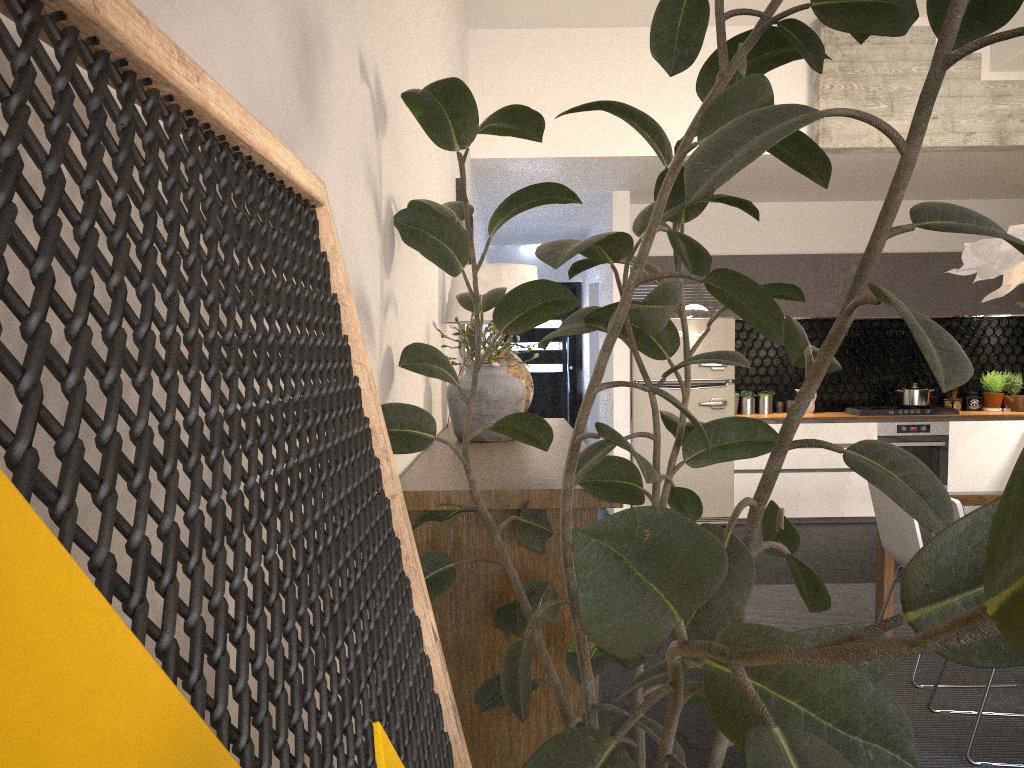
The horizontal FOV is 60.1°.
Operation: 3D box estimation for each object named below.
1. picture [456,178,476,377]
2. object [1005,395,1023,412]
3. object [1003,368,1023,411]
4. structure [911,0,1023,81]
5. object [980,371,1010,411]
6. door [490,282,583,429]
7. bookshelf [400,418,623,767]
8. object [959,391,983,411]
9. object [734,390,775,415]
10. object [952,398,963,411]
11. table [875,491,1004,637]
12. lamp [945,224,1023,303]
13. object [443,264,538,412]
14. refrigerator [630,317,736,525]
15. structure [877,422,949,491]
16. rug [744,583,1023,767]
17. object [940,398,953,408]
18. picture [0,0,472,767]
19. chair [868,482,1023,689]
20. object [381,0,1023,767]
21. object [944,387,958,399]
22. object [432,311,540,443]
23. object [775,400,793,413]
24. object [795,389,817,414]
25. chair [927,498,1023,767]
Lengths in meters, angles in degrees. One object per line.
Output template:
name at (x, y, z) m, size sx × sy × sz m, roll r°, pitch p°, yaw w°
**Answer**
picture at (-0.238, 0.018, 4.899) m, size 0.033 × 2.037 × 1.228 m, roll -1°, pitch 4°, yaw 0°
object at (4.360, 0.167, 7.616) m, size 0.209 × 0.141 × 0.124 m, roll 1°, pitch 4°, yaw 34°
object at (4.365, 0.043, 7.716) m, size 0.169 × 0.381 × 0.183 m, roll 3°, pitch 6°, yaw 37°
structure at (2.755, -2.913, 4.224) m, size 4.234 × 8.345 × 8.428 m, roll -1°, pitch 3°, yaw 0°
object at (4.224, 0.057, 7.736) m, size 0.245 × 0.355 × 0.233 m, roll -1°, pitch 4°, yaw 4°
door at (0.294, -0.061, 10.724) m, size 1.108 × 2.326 × 0.159 m, roll -1°, pitch 5°, yaw 0°
bookshelf at (-0.004, 0.759, 2.709) m, size 0.451 × 1.177 × 1.912 m, roll -1°, pitch 3°, yaw 0°
object at (4.033, 0.150, 7.786) m, size 0.141 × 0.175 × 0.141 m, roll -1°, pitch 4°, yaw 0°
object at (2.065, 0.155, 7.761) m, size 0.482 × 0.222 × 0.172 m, roll -1°, pitch 4°, yaw -3°
object at (3.911, 0.182, 7.794) m, size 0.083 × 0.114 × 0.082 m, roll 0°, pitch 4°, yaw 10°
table at (2.337, 0.926, 3.576) m, size 0.997 × 0.717 × 1.793 m, roll -1°, pitch 2°, yaw 0°
lamp at (2.290, -2.767, 3.240) m, size 1.117 × 5.236 × 1.057 m, roll 0°, pitch 5°, yaw 11°
object at (-0.059, -0.139, 3.306) m, size 0.389 × 0.584 × 0.388 m, roll -3°, pitch 5°, yaw -31°
refrigerator at (1.393, 0.314, 7.487) m, size 0.829 × 1.719 × 0.766 m, roll -1°, pitch 4°, yaw 0°
structure at (3.304, 0.599, 7.557) m, size 0.587 × 0.591 × 0.582 m, roll -1°, pitch 3°, yaw 0°
rug at (2.338, 1.280, 3.590) m, size 2.371 × 0.006 × 3.673 m, roll -1°, pitch 2°, yaw 0°
object at (3.823, 0.183, 7.798) m, size 0.083 × 0.114 × 0.082 m, roll -1°, pitch 4°, yaw 0°
picture at (-0.007, 0.626, 0.193) m, size 0.386 × 1.612 × 1.492 m, roll -1°, pitch 4°, yaw 0°
chair at (1.914, 0.819, 3.917) m, size 0.601 × 0.923 × 0.473 m, roll -1°, pitch 4°, yaw 0°
object at (0.241, -0.210, 1.191) m, size 0.907 × 3.214 × 2.005 m, roll -3°, pitch 5°, yaw -22°
object at (3.856, 0.071, 7.776) m, size 0.083 × 0.114 × 0.082 m, roll -2°, pitch 4°, yaw -20°
object at (-0.081, -0.034, 2.697) m, size 0.385 × 0.414 × 0.274 m, roll -2°, pitch 4°, yaw -22°
object at (2.402, 0.203, 7.804) m, size 0.160 × 0.111 × 0.077 m, roll -1°, pitch 4°, yaw 5°
object at (2.577, 0.151, 7.765) m, size 0.190 × 0.216 × 0.171 m, roll 0°, pitch 4°, yaw 13°
chair at (1.820, 0.844, 3.184) m, size 0.601 × 0.923 × 0.473 m, roll 0°, pitch 4°, yaw 10°
